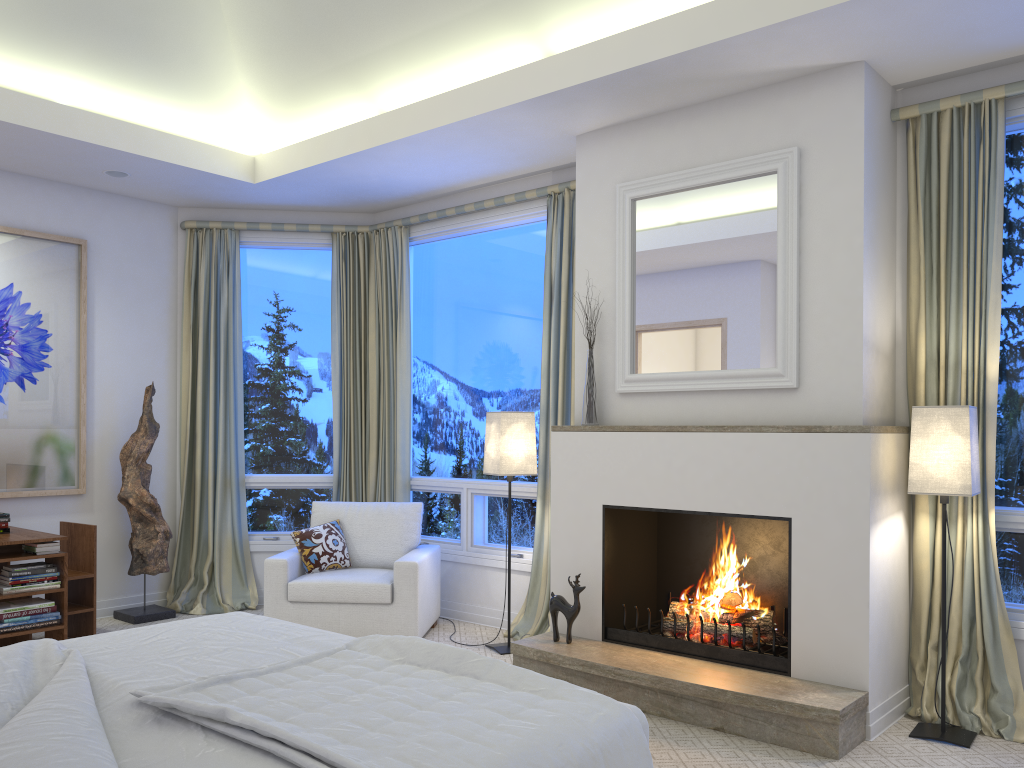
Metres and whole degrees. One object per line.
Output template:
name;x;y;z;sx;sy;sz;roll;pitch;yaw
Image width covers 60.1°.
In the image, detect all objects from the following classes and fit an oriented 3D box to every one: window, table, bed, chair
window;-0.148;0.030;5.169;1.513;2.026;0.206;-1;-1;40
table;-2.671;1.015;4.173;0.900;0.600;0.741;-2;-3;40
bed;-0.945;0.785;1.725;1.969;0.814;2.021;-2;-3;40
chair;-0.838;1.004;4.789;0.806;0.706;0.688;0;-2;5
chair;-2.380;1.030;4.527;0.340;0.610;0.340;0;-1;35
window;0.806;-0.041;3.746;6.847;2.025;0.814;-2;-2;40
window;2.364;-0.071;3.039;1.513;2.026;0.206;-1;-1;40

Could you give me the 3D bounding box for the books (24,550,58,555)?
books;-2.207;0.785;4.157;0.143;0.013;0.103;-2;-4;40

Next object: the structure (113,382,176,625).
structure;-2.154;0.678;5.190;0.264;1.393;0.305;0;0;41

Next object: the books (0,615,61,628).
books;-2.274;1.089;4.102;0.181;0.018;0.285;-2;-4;40

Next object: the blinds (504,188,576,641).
blinds;0.228;0.167;4.567;0.228;2.367;0.660;0;0;-45

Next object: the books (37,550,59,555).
books;-2.208;0.785;4.157;0.140;0.012;0.101;-2;-4;40

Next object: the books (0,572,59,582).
books;-2.253;0.892;4.131;0.137;0.017;0.218;-2;-4;40

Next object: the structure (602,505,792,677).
structure;0.889;0.841;3.848;0.875;0.615;0.476;-1;-2;40

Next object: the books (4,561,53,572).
books;-2.256;0.851;4.126;0.113;0.017;0.177;-2;-4;40

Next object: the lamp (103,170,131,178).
lamp;-2.156;-1.140;4.832;0.137;0.014;0.137;0;-3;12

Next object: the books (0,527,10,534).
books;-2.552;0.708;4.273;0.212;0.027;0.154;2;-4;-35

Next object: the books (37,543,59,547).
books;-2.206;0.750;4.159;0.140;0.012;0.100;-2;-4;40

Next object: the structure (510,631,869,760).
structure;0.628;1.212;3.543;1.455;0.172;0.329;-2;-4;40

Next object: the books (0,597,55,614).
books;-2.284;1.025;4.098;0.180;0.022;0.249;-2;-4;40

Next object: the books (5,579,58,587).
books;-2.251;0.920;4.125;0.148;0.011;0.205;-2;-4;40

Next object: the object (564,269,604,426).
object;0.346;-0.158;4.008;0.189;0.692;0.193;0;0;-22

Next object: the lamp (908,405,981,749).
lamp;2.533;0.665;2.760;2.363;1.206;0.319;-1;-1;29

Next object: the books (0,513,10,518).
books;-2.543;0.637;4.266;0.125;0.018;0.180;-2;-4;35

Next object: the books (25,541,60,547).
books;-2.206;0.750;4.159;0.143;0.013;0.103;-2;-4;40

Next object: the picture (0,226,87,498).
picture;-3.003;-0.135;4.465;0.030;1.460;1.681;0;-1;40

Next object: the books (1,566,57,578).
books;-2.253;0.872;4.132;0.205;0.026;0.124;3;-4;-45

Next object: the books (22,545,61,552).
books;-2.212;0.768;4.160;0.153;0.022;0.111;-2;-4;40

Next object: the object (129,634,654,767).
object;-0.246;0.843;1.840;0.913;0.466;0.718;-2;-3;36

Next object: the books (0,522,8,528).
books;-2.549;0.680;4.263;0.190;0.031;0.132;3;-4;-45

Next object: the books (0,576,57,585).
books;-2.256;0.907;4.121;0.146;0.015;0.209;-2;-4;40

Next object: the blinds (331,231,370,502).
blinds;-0.997;0.212;5.544;0.524;2.371;0.270;0;0;-6

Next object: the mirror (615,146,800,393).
mirror;0.794;-0.443;3.727;0.840;0.940;0.039;-1;-1;40

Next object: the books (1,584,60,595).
books;-2.262;0.946;4.124;0.240;0.017;0.173;3;-4;-45

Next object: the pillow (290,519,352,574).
pillow;-1.027;0.875;4.785;0.285;0.272;0.187;2;-2;-40

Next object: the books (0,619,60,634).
books;-2.282;1.112;4.113;0.192;0.032;0.277;-2;-4;40

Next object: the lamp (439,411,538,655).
lamp;-0.409;0.769;5.005;0.276;1.205;1.530;0;-2;-37

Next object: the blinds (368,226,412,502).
blinds;-0.824;0.210;5.459;0.524;2.368;0.266;0;0;33

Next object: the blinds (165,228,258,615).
blinds;-1.879;0.199;5.430;0.642;2.374;0.294;0;0;-8

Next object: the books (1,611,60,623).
books;-2.256;1.074;4.119;0.234;0.018;0.169;3;-4;-45

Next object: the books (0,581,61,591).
books;-2.268;0.932;4.124;0.180;0.015;0.249;-2;-4;40

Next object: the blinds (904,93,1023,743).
blinds;1.705;0.095;3.360;0.480;2.399;0.162;0;0;41

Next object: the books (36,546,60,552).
books;-2.212;0.768;4.160;0.151;0.020;0.108;-2;-4;40

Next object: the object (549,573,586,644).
object;0.245;0.992;3.905;0.179;0.307;0.096;0;0;27

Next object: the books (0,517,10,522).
books;-2.545;0.656;4.266;0.205;0.020;0.124;3;-4;-40

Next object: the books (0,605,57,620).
books;-2.278;1.051;4.106;0.155;0.033;0.257;-2;-4;40
